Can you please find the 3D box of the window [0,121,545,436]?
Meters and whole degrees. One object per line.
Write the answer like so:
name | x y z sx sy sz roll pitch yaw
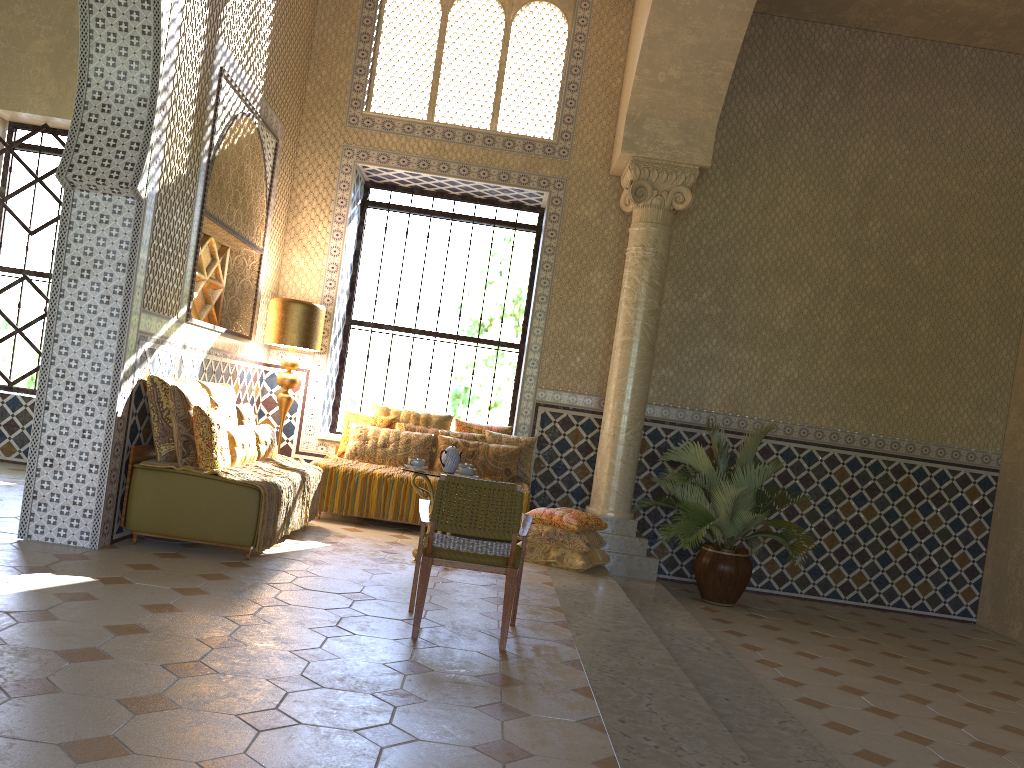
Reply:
window | -3.947 -1.378 13.392 8.489 3.994 0.573 8 1 -5

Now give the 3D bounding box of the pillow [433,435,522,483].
pillow | -0.481 1.056 12.211 1.191 0.547 0.329 8 0 -2

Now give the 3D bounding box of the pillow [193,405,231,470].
pillow | -2.899 0.548 8.593 0.345 0.652 0.684 8 -1 -2

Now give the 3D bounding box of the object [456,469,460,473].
object | -0.544 0.992 10.018 0.256 0.032 0.255 9 -2 -23

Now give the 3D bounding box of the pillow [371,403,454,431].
pillow | -1.484 0.763 12.637 1.192 0.833 0.422 8 0 -2

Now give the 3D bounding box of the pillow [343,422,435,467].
pillow | -1.693 0.880 12.178 1.191 0.547 0.329 8 0 -2

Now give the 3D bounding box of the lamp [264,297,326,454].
lamp | -3.086 0.282 12.004 0.739 2.816 0.734 8 1 -32

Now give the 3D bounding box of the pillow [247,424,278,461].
pillow | -2.933 0.704 10.331 0.271 0.451 0.982 8 -2 -1

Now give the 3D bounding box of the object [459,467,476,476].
object | -0.475 0.940 9.384 0.183 0.100 0.183 8 -1 -5

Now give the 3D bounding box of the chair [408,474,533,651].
chair | -0.325 1.302 6.858 0.950 1.210 0.906 8 0 -1

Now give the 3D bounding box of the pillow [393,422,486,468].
pillow | -1.050 0.925 12.413 1.341 0.616 0.370 8 0 -2

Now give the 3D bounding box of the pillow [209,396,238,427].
pillow | -3.095 0.491 9.473 0.340 0.693 0.741 8 -1 -1

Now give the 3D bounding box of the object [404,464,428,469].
object | -1.048 0.906 9.652 0.256 0.032 0.255 9 -2 -23

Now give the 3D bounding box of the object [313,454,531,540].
object | -1.231 1.512 12.114 2.886 0.718 1.314 8 -1 -1

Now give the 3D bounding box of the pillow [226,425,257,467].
pillow | -2.910 0.673 9.395 0.271 0.451 0.982 8 -2 -1

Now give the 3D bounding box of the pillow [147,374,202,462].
pillow | -3.346 0.358 8.944 0.422 0.832 1.192 8 -1 -1

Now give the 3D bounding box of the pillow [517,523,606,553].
pillow | 0.621 1.886 10.901 0.929 0.347 0.882 8 -2 19

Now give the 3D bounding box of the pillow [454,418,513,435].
pillow | -0.464 0.943 12.724 0.855 0.801 0.393 8 0 -1

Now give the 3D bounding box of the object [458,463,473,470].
object | -0.539 0.954 10.017 0.184 0.100 0.183 9 -1 -12

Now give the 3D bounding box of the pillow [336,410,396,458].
pillow | -2.045 0.751 12.405 0.741 0.694 0.340 8 0 -1

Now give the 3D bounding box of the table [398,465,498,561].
table | -0.768 1.457 9.669 1.097 0.981 1.104 8 -1 28

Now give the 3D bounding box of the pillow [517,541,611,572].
pillow | 0.611 2.089 10.915 0.988 0.368 1.046 7 -2 24

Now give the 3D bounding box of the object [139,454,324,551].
object | -2.918 1.175 9.579 1.314 0.718 2.886 8 -2 -1

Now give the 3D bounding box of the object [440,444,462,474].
object | -0.672 0.814 9.697 0.273 0.324 0.198 8 0 -12

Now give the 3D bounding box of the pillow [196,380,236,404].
pillow | -3.375 0.398 10.140 0.422 0.832 1.192 8 -1 -1

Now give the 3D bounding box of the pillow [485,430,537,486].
pillow | -0.058 1.040 12.460 0.741 0.694 0.340 8 0 -1

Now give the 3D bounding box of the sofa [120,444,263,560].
sofa | -2.980 1.175 9.589 1.273 0.938 2.850 8 -2 -1

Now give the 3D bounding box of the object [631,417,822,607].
object | 3.008 1.687 11.699 2.647 2.504 2.160 8 0 -15

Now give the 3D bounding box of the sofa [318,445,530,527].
sofa | -1.195 1.528 12.178 2.850 0.938 1.273 8 -1 -1

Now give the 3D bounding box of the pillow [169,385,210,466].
pillow | -3.148 0.421 8.727 0.383 0.781 0.834 8 -1 -1

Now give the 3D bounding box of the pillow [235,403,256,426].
pillow | -3.119 0.547 10.276 0.313 0.638 0.681 8 -1 -1

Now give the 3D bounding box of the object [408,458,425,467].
object | -1.043 0.868 9.650 0.184 0.100 0.182 9 -1 -20

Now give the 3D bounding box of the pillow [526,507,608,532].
pillow | 0.667 1.682 10.889 0.801 0.311 0.750 7 -2 33

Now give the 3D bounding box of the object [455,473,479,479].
object | -0.481 0.978 9.384 0.256 0.032 0.255 8 -2 -5
